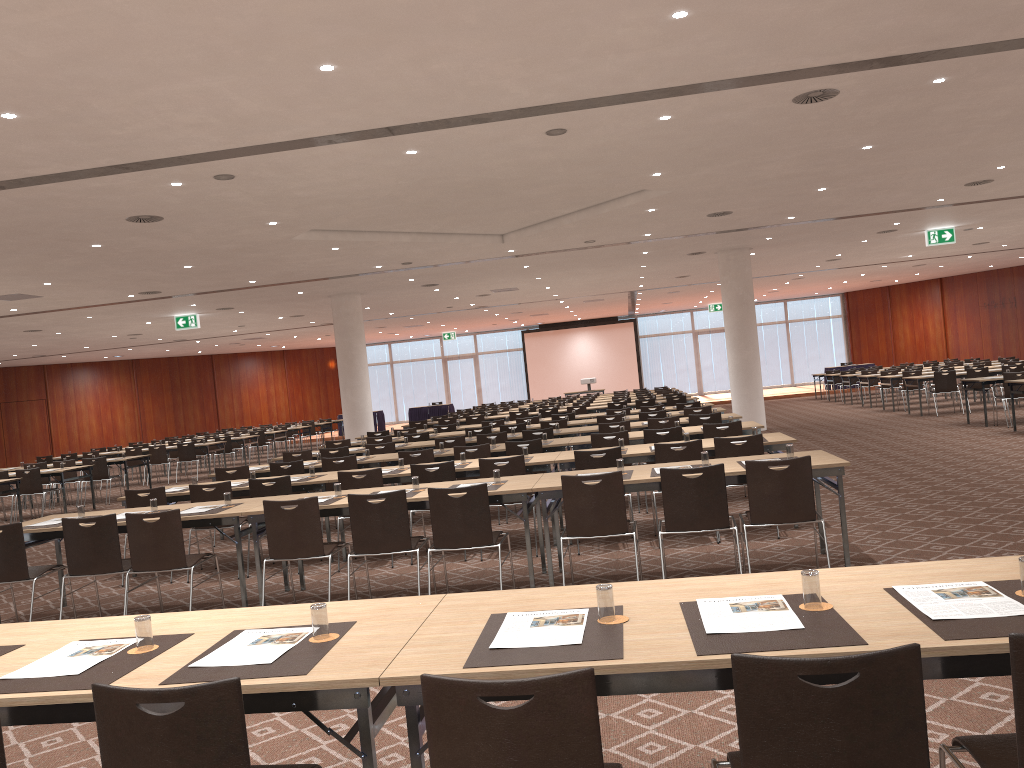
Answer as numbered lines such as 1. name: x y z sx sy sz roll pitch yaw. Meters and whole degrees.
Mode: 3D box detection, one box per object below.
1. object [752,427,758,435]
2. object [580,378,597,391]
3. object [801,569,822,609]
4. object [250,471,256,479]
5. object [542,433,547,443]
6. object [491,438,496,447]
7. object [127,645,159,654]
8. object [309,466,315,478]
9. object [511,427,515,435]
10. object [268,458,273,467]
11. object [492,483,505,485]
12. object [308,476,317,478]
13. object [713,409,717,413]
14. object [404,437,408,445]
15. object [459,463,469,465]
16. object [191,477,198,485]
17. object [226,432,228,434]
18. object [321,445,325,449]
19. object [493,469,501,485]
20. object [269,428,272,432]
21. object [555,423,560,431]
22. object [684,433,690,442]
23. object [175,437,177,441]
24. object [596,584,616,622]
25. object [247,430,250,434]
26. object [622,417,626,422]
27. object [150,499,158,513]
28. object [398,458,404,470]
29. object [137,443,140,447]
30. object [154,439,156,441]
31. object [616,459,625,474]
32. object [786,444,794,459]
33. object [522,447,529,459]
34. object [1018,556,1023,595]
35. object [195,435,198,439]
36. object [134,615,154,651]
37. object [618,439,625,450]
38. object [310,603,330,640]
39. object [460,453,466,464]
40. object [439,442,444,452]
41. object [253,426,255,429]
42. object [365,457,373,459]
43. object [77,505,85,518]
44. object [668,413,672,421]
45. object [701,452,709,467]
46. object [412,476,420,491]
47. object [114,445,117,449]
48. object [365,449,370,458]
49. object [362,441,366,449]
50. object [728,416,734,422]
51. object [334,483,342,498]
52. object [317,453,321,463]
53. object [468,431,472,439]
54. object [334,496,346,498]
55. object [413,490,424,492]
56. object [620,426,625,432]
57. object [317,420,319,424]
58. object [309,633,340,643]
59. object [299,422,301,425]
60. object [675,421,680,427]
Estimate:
1. object: 2.385 0.479 8.708 0.054 0.114 0.054 -6 1 -4
2. object: 2.907 0.016 33.511 0.576 0.472 0.614 -6 0 8
3. object: 0.949 0.648 2.810 0.054 0.114 0.054 -5 1 41
4. object: -2.745 0.984 9.400 0.054 0.114 0.054 -5 1 19
5. object: 0.407 0.665 10.977 0.054 0.114 0.054 -5 1 41
6. object: -0.232 0.728 11.067 0.054 0.114 0.054 -5 1 41
7. object: -1.287 0.926 3.095 0.102 0.001 0.102 -6 0 -26
8. object: -2.096 0.921 9.298 0.054 0.114 0.054 -5 1 41
9. object: 0.017 0.694 13.052 0.054 0.114 0.054 -6 1 -4
10. object: -3.126 1.013 11.469 0.054 0.114 0.054 -5 1 41
11. object: -0.108 0.792 7.020 0.102 0.001 0.102 -6 0 -26
12. object: -2.092 0.978 9.298 0.102 0.001 0.102 -6 0 -4
13. object: 2.902 0.410 12.671 0.054 0.114 0.054 -6 1 -4
14. object: -1.584 0.852 13.268 0.054 0.114 0.054 -6 1 -26
15. object: -0.488 0.820 9.090 0.102 0.001 0.102 -6 0 -26
16. object: -3.390 1.048 9.471 0.054 0.114 0.054 -6 1 -4
17. object: -8.266 1.457 25.766 0.054 0.114 0.054 -6 1 -4
18. object: -2.862 0.978 13.449 0.054 0.114 0.054 -6 1 -4
19. object: -0.119 0.735 7.012 0.054 0.114 0.054 -6 1 -26
20. object: -6.969 1.329 25.591 0.054 0.114 0.054 -6 1 -4
21. object: 0.663 0.630 12.962 0.054 0.114 0.054 -5 1 41
22. object: 1.736 0.543 8.800 0.054 0.114 0.054 -5 1 41
23. object: -9.852 1.613 25.984 0.054 0.114 0.054 -6 1 -26
24. object: 0.305 0.712 2.888 0.054 0.114 0.054 -5 1 41
25. object: -7.628 1.394 25.674 0.054 0.114 0.054 -6 1 -4
26. object: 1.625 0.536 12.846 0.054 0.114 0.054 -6 1 -26
27. object: -2.995 1.018 7.416 0.054 0.114 0.054 -5 1 41
28. object: -1.144 0.827 9.168 0.054 0.114 0.054 -6 1 -4
29. object: -10.117 1.648 24.005 0.054 0.114 0.054 -5 1 41
30. object: -10.498 1.677 26.062 0.054 0.114 0.054 -6 1 -26
31. object: 0.843 0.640 6.890 0.054 0.114 0.054 -5 1 41
32. object: 2.111 0.515 6.731 0.054 0.114 0.054 -6 1 -26
33. object: 0.138 0.700 9.011 0.054 0.114 0.054 -6 1 -4
34. object: 1.583 0.586 2.708 0.054 0.114 0.054 -6 1 -26
35. object: -9.209 1.550 25.893 0.054 0.114 0.054 -6 1 -26
36. object: -1.286 0.868 3.098 0.054 0.114 0.054 -6 1 -26
37. object: 1.096 0.606 8.879 0.054 0.114 0.054 -5 1 41
38. object: -0.654 0.806 3.016 0.054 0.114 0.054 -6 1 -26
39. object: -0.503 0.764 9.101 0.054 0.114 0.054 -6 1 -4
40. object: -0.882 0.792 11.149 0.054 0.114 0.054 -5 1 41
41. object: -8.697 1.481 29.865 0.054 0.114 0.054 -6 1 -26
42. object: -1.818 0.942 11.282 0.102 0.001 0.102 -6 0 -4
43. object: -3.637 1.081 7.487 0.054 0.114 0.054 -6 1 -26
44. object: 2.268 0.472 12.745 0.054 0.114 0.054 -6 1 -26
45. object: 1.481 0.577 6.803 0.054 0.114 0.054 -5 1 41
46. object: -0.772 0.799 7.103 0.054 0.114 0.054 -6 1 -26
47. object: -10.767 1.712 24.089 0.054 0.114 0.054 -5 1 41
48. object: -1.841 0.886 11.286 0.054 0.114 0.054 -6 1 -26
49. object: -2.227 0.915 13.363 0.054 0.114 0.054 -6 1 -4
50. object: 2.642 0.445 10.694 0.054 0.114 0.054 -6 1 -26
51. object: -1.410 0.862 7.186 0.054 0.114 0.054 -6 1 -26
52. object: -2.475 0.949 11.375 0.054 0.114 0.054 -6 1 -26
53. object: -0.620 0.757 13.144 0.054 0.114 0.054 -6 1 -4
54. object: -1.399 0.919 7.197 0.102 0.001 0.102 -6 0 -26
55. object: -0.746 0.854 7.109 0.102 0.001 0.102 -6 0 -26
56. object: 1.353 0.572 10.864 0.054 0.114 0.054 -5 1 19
57. object: -6.456 1.260 29.558 0.054 0.114 0.054 -6 1 -4
58. object: -0.638 0.862 3.012 0.102 0.001 0.102 -6 0 -26
59. object: -7.096 1.323 29.643 0.054 0.114 0.054 -6 1 -4
60. object: 2.007 0.507 10.770 0.054 0.114 0.054 -6 1 -26
